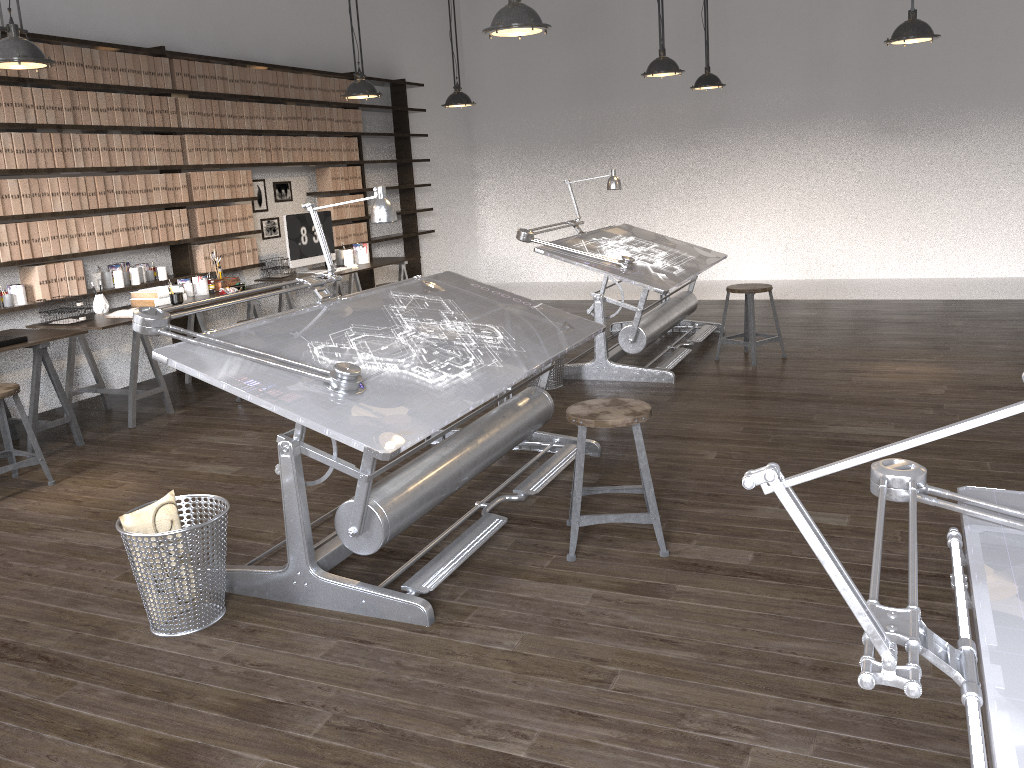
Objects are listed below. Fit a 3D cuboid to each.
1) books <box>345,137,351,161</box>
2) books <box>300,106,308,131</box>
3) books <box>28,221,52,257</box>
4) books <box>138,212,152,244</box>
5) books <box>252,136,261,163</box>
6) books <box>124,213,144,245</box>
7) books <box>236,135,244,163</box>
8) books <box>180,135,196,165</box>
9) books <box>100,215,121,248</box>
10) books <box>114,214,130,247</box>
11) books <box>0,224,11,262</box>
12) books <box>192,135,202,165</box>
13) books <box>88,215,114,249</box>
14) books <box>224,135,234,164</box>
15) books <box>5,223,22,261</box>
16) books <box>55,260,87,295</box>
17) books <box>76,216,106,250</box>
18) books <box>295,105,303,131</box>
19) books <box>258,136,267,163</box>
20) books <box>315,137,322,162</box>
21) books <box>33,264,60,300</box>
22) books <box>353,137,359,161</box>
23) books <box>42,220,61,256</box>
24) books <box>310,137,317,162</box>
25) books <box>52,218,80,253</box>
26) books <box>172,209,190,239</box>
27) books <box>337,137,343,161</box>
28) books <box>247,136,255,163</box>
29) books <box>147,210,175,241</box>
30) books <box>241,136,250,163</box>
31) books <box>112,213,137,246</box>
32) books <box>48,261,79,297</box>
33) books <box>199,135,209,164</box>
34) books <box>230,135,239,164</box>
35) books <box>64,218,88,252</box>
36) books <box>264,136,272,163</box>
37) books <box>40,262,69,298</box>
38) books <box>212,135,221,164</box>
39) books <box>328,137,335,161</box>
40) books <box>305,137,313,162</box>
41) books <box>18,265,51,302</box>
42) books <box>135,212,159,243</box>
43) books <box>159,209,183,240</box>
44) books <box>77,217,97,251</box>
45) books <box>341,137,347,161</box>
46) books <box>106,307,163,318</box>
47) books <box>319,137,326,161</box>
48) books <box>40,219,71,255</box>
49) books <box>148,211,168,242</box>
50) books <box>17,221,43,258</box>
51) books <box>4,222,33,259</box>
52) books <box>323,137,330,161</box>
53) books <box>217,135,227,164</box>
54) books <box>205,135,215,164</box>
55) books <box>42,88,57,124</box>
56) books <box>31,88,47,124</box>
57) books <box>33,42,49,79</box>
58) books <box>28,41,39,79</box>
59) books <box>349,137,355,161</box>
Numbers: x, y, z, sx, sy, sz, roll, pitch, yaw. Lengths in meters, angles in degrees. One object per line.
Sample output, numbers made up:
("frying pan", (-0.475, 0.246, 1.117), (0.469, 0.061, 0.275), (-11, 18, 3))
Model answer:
("books", (-1.666, -2.274, 8.602), (0.174, 0.223, 0.067), (2, 12, 24))
("books", (-1.936, -2.383, 7.980), (0.174, 0.224, 0.067), (2, 12, 24))
("books", (-3.021, -0.918, 5.616), (0.174, 0.223, 0.067), (2, 12, 24))
("books", (-2.685, -1.116, 6.356), (0.174, 0.223, 0.067), (2, 12, 24))
("books", (-2.203, -1.956, 7.412), (0.174, 0.223, 0.067), (2, 12, 24))
("books", (-2.717, -1.099, 6.295), (0.174, 0.223, 0.067), (2, 12, 24))
("books", (-2.285, -1.907, 7.228), (0.174, 0.223, 0.067), (2, 12, 24))
("books", (-2.507, -1.775, 6.733), (0.174, 0.223, 0.067), (2, 12, 24))
("books", (-2.799, -1.050, 6.111), (0.174, 0.223, 0.067), (2, 12, 24))
("books", (-2.767, -1.066, 6.169), (0.174, 0.224, 0.067), (2, 12, 24))
("books", (-3.135, -0.850, 5.359), (0.174, 0.223, 0.067), (2, 12, 24))
("books", (-2.478, -1.790, 6.787), (0.174, 0.224, 0.067), (2, 12, 24))
("books", (-2.823, -1.035, 6.054), (0.174, 0.223, 0.067), (2, 12, 24))
("books", (-2.336, -1.875, 7.105), (0.174, 0.224, 0.067), (2, 12, 24))
("books", (-3.110, -0.867, 5.425), (0.174, 0.223, 0.067), (2, 12, 24))
("books", (-2.917, -0.704, 5.863), (0.174, 0.223, 0.067), (2, 12, 24))
("books", (-2.850, -1.018, 5.988), (0.174, 0.224, 0.067), (2, 12, 24))
("books", (-1.971, -2.365, 7.916), (0.174, 0.223, 0.067), (2, 12, 24))
("books", (-2.171, -1.973, 7.473), (0.174, 0.223, 0.067), (2, 12, 24))
("books", (-1.857, -2.160, 8.172), (0.174, 0.223, 0.067), (2, 12, 24))
("books", (-3.003, -0.653, 5.672), (0.174, 0.223, 0.067), (2, 12, 24))
("books", (-1.605, -2.308, 8.727), (0.174, 0.223, 0.067), (2, 12, 24))
("books", (-2.992, -0.933, 5.670), (0.174, 0.224, 0.067), (2, 12, 24))
("books", (-1.883, -2.142, 8.106), (0.174, 0.223, 0.067), (2, 12, 24))
("books", (-2.937, -0.968, 5.801), (0.174, 0.223, 0.067), (2, 12, 24))
("books", (-2.535, -1.205, 6.691), (0.174, 0.223, 0.067), (2, 12, 24))
("books", (-1.719, -2.242, 8.481), (0.174, 0.223, 0.067), (2, 12, 24))
("books", (-2.232, -1.939, 7.348), (0.174, 0.223, 0.067), (2, 12, 24))
("books", (-2.600, -1.169, 6.555), (0.174, 0.223, 0.067), (2, 12, 24))
("books", (-2.254, -1.923, 7.286), (0.174, 0.224, 0.067), (2, 12, 24))
("books", (-2.746, -1.082, 6.231), (0.174, 0.223, 0.067), (2, 12, 24))
("books", (-2.942, -0.687, 5.797), (0.174, 0.223, 0.067), (2, 12, 24))
("books", (-2.449, -1.807, 6.852), (0.174, 0.223, 0.067), (2, 12, 24))
("books", (-2.309, -1.892, 7.171), (0.174, 0.223, 0.067), (2, 12, 24))
("books", (-2.912, -0.984, 5.865), (0.174, 0.223, 0.067), (2, 12, 24))
("books", (-2.146, -1.990, 7.539), (0.174, 0.223, 0.067), (2, 12, 24))
("books", (-2.974, -0.670, 5.736), (0.174, 0.223, 0.067), (2, 12, 24))
("books", (-2.398, -1.841, 6.982), (0.174, 0.223, 0.067), (2, 12, 24))
("books", (-1.770, -2.210, 8.359), (0.174, 0.224, 0.067), (2, 12, 24))
("books", (-1.912, -2.125, 8.041), (0.174, 0.224, 0.067), (2, 12, 24))
("books", (-3.025, -0.637, 5.610), (0.174, 0.224, 0.067), (2, 12, 24))
("books", (-2.660, -1.133, 6.422), (0.174, 0.223, 0.067), (2, 12, 24))
("books", (-2.565, -1.187, 6.621), (0.174, 0.224, 0.067), (2, 12, 24))
("books", (-2.882, -1.001, 5.927), (0.174, 0.223, 0.067), (2, 12, 24))
("books", (-1.688, -2.258, 8.539), (0.174, 0.224, 0.067), (2, 12, 24))
("books", (-2.418, -0.474, 5.760), (0.256, 0.029, 0.358), (2, 15, 24))
("books", (-1.832, -2.176, 8.236), (0.174, 0.223, 0.067), (2, 12, 24))
("books", (-2.963, -0.950, 5.735), (0.174, 0.223, 0.067), (2, 12, 24))
("books", (-2.625, -1.151, 6.487), (0.174, 0.224, 0.067), (2, 12, 24))
("books", (-3.050, -0.902, 5.558), (0.174, 0.223, 0.067), (2, 12, 24))
("books", (-3.075, -0.884, 5.490), (0.174, 0.224, 0.067), (2, 12, 24))
("books", (-1.802, -2.193, 8.298), (0.174, 0.223, 0.067), (2, 12, 24))
("books", (-2.368, -1.858, 7.044), (0.174, 0.223, 0.067), (2, 12, 24))
("books", (-2.423, -1.824, 6.918), (0.174, 0.223, 0.067), (2, 12, 24))
("books", (-2.999, -1.754, 5.630), (0.174, 0.223, 0.067), (2, 12, 24))
("books", (-3.026, -1.737, 5.565), (0.174, 0.224, 0.067), (2, 12, 24))
("books", (-3.020, -2.022, 5.573), (0.174, 0.223, 0.067), (2, 12, 24))
("books", (-3.046, -2.005, 5.507), (0.174, 0.223, 0.067), (2, 12, 24))
("books", (-1.637, -2.291, 8.665), (0.174, 0.223, 0.067), (2, 12, 24))
